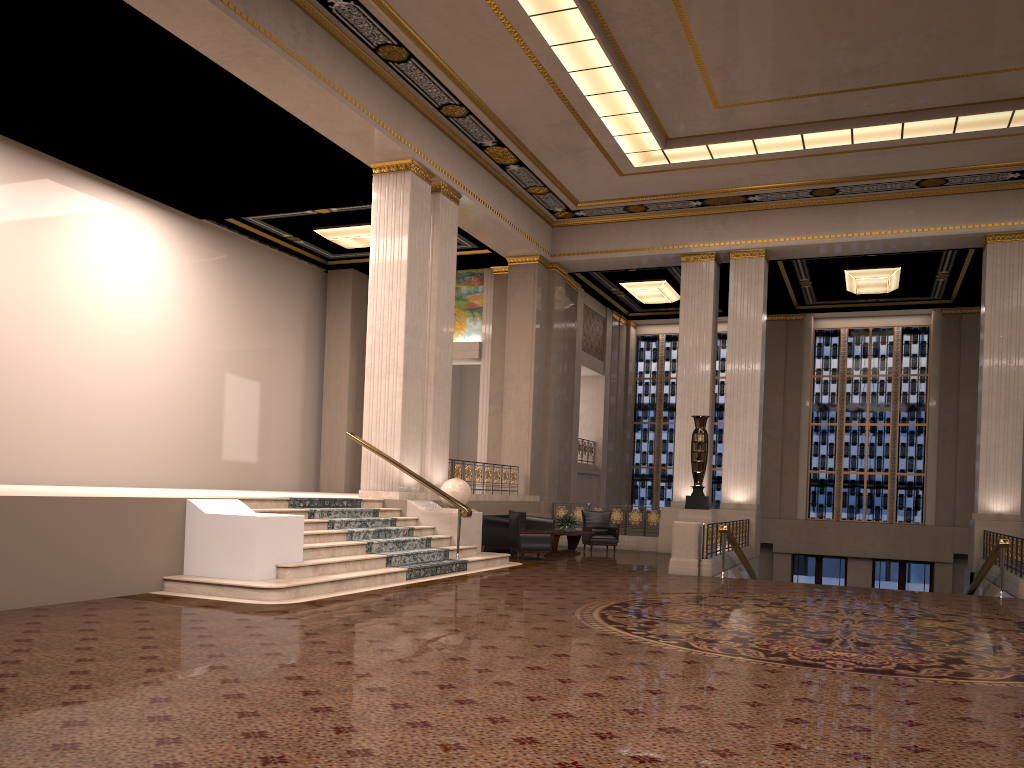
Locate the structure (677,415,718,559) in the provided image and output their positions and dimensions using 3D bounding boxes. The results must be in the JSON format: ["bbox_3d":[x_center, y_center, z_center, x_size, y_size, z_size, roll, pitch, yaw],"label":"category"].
[{"bbox_3d":[3.666,2.023,17.309,0.699,2.785,0.702,2,-1,22],"label":"structure"}]

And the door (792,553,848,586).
[{"bbox_3d":[8.377,6.012,24.142,1.490,2.721,0.155,1,-1,22],"label":"door"}]

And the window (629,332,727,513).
[{"bbox_3d":[5.041,1.167,26.123,2.984,5.352,0.069,1,-1,22],"label":"window"}]

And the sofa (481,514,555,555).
[{"bbox_3d":[0.122,2.894,17.042,0.874,0.704,1.935,0,-6,22],"label":"sofa"}]

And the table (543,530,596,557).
[{"bbox_3d":[0.965,3.018,16.691,0.838,0.434,1.485,0,-7,22],"label":"table"}]

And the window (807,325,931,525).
[{"bbox_3d":[9.762,1.113,24.194,2.984,5.352,0.069,1,-1,22],"label":"window"}]

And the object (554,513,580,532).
[{"bbox_3d":[1.030,2.595,16.549,0.526,0.375,0.503,6,-6,-35],"label":"object"}]

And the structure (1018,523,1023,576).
[{"bbox_3d":[9.152,1.959,15.068,0.699,2.785,0.702,2,-1,22],"label":"structure"}]

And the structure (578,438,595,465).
[{"bbox_3d":[1.865,1.790,23.421,0.031,0.665,2.170,2,-6,22],"label":"structure"}]

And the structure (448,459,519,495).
[{"bbox_3d":[-0.568,1.866,17.419,0.032,0.622,3.720,2,-6,22],"label":"structure"}]

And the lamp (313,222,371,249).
[{"bbox_3d":[-3.137,-3.100,18.606,1.714,0.213,1.176,-1,-7,22],"label":"lamp"}]

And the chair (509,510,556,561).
[{"bbox_3d":[0.311,2.615,15.235,0.718,0.843,0.649,3,-3,-18],"label":"chair"}]

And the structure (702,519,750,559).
[{"bbox_3d":[3.867,2.694,15.590,0.079,0.535,4.970,2,-6,23],"label":"structure"}]

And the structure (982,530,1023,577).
[{"bbox_3d":[7.783,2.649,13.990,0.079,0.535,4.971,2,-6,22],"label":"structure"}]

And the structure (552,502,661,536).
[{"bbox_3d":[2.074,2.987,19.447,2.533,0.654,0.032,0,-1,22],"label":"structure"}]

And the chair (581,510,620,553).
[{"bbox_3d":[1.811,3.030,18.166,0.648,0.842,0.720,3,-3,-13],"label":"chair"}]

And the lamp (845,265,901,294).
[{"bbox_3d":[8.463,-2.402,20.694,1.166,0.213,2.030,-1,-7,22],"label":"lamp"}]

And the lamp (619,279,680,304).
[{"bbox_3d":[3.597,-2.346,22.682,1.166,0.213,2.030,-1,-7,22],"label":"lamp"}]

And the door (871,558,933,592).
[{"bbox_3d":[10.309,5.990,23.352,1.490,2.721,0.155,1,-1,22],"label":"door"}]
